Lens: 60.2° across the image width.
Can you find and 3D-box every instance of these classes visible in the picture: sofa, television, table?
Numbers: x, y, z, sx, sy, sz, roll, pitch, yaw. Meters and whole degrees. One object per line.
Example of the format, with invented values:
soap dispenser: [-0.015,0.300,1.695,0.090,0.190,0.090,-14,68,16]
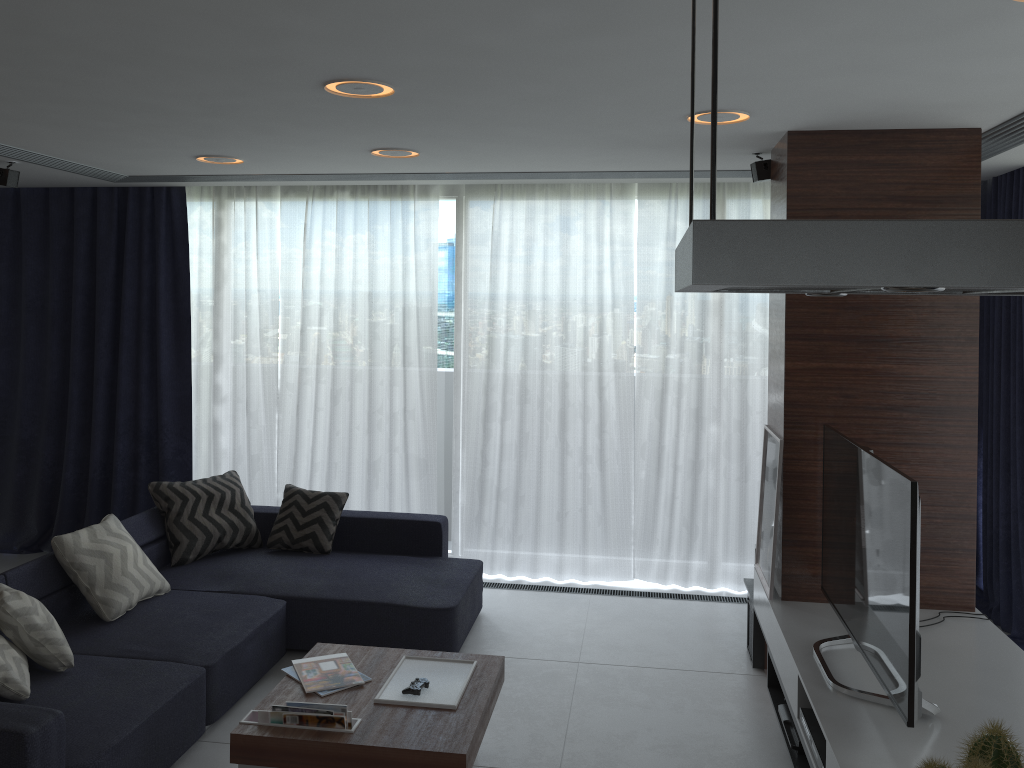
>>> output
sofa: [-1.276,1.095,4.031,1.899,0.607,2.883,1,5,8]
television: [1.249,0.617,3.121,0.298,0.784,1.234,1,4,8]
table: [-0.488,1.301,3.276,0.805,0.352,0.803,1,4,8]

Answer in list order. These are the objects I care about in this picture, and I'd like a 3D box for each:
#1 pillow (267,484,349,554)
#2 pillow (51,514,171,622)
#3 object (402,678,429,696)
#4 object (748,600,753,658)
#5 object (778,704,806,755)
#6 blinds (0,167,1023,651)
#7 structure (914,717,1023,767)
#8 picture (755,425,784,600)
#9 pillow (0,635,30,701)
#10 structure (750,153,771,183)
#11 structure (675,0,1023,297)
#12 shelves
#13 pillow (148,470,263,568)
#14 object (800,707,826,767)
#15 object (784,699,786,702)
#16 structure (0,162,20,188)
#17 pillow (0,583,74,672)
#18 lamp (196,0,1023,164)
pillow: [-1.210,0.798,5.220,0.415,0.344,0.287,1,2,13]
pillow: [-1.912,0.871,4.226,0.342,0.387,0.496,1,3,8]
object: [-0.354,1.117,3.274,0.071,0.036,0.113,2,5,21]
object: [1.332,1.250,4.454,0.254,0.251,0.214,1,2,8]
object: [1.205,1.326,3.384,0.314,0.067,0.315,1,5,8]
blinds: [-0.820,0.098,3.177,7.136,2.768,5.818,2,4,12]
structure: [1.039,0.594,1.275,1.000,0.286,0.223,2,2,11]
picture: [1.187,0.571,4.092,0.053,0.699,0.501,1,2,8]
pillow: [-1.965,0.996,3.257,0.330,0.294,0.417,-1,4,-29]
structure: [1.258,-1.082,4.424,0.114,0.142,0.085,1,1,-2]
structure: [0.718,-0.473,0.953,1.044,0.759,0.447,1,1,8]
shelves: [1.510,1.226,3.547,0.873,0.498,2.358,1,5,8]
pillow: [-1.776,0.808,5.145,0.356,0.517,0.598,2,3,39]
object: [1.141,1.179,2.856,0.335,0.053,0.432,1,5,8]
object: [1.157,1.318,3.649,0.071,0.036,0.113,2,5,21]
structure: [-2.878,-1.191,5.030,0.114,0.142,0.084,1,1,13]
pillow: [-1.950,0.963,3.542,0.280,0.350,0.419,-1,3,-38]
lamp: [-1.092,-0.765,0.186,5.343,0.084,9.622,0,5,-5]
